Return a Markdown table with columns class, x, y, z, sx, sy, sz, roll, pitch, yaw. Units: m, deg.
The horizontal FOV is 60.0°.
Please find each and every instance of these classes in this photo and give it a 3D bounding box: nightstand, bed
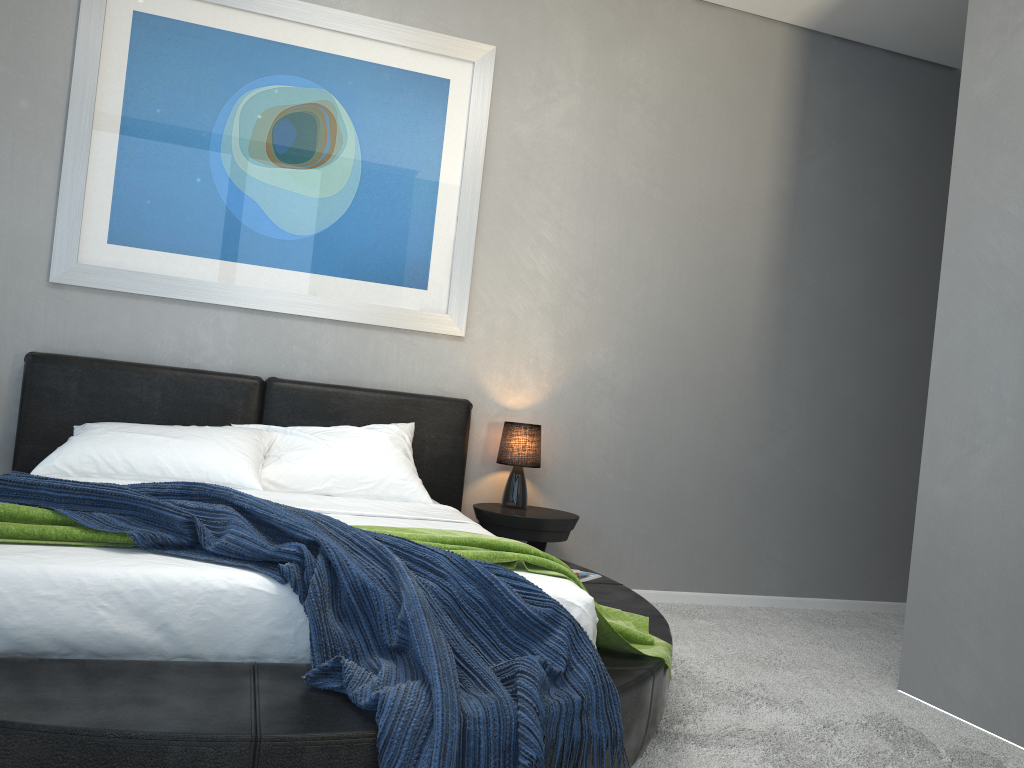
| class | x | y | z | sx | sy | sz | roll | pitch | yaw |
| --- | --- | --- | --- | --- | --- | --- | --- | --- | --- |
| nightstand | 0.042 | 0.805 | 4.104 | 0.496 | 0.440 | 0.497 | 6 | -1 | 12 |
| bed | -0.796 | 0.427 | 2.765 | 2.757 | 0.933 | 2.616 | 7 | -2 | -17 |

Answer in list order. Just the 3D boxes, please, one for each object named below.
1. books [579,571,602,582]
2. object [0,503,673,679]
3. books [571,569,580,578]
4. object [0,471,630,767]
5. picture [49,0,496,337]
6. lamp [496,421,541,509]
| class | x | y | z | sx | sy | sz | roll | pitch | yaw |
| --- | --- | --- | --- | --- | --- | --- | --- | --- | --- |
| books | 0.112 | 0.711 | 3.445 | 0.395 | 0.039 | 0.301 | 5 | -2 | 29 |
| object | -0.671 | 0.501 | 2.309 | 2.304 | 0.342 | 0.646 | 7 | -2 | -17 |
| books | 0.191 | 0.724 | 3.383 | 0.133 | 0.012 | 0.189 | 6 | -2 | 5 |
| object | -0.801 | 0.540 | 2.168 | 2.152 | 0.567 | 0.686 | 5 | -2 | 25 |
| picture | -1.010 | -1.022 | 3.993 | 1.801 | 1.400 | 0.025 | 7 | -1 | -17 |
| lamp | 0.030 | 0.384 | 4.191 | 0.209 | 0.400 | 0.219 | 7 | -1 | -36 |
